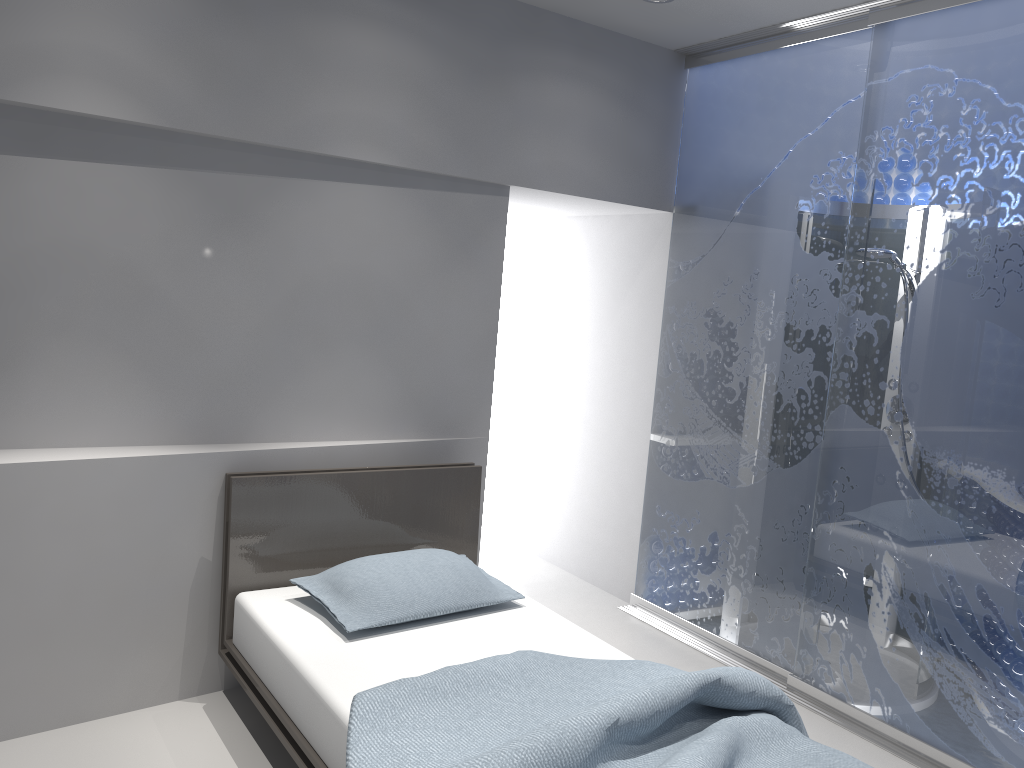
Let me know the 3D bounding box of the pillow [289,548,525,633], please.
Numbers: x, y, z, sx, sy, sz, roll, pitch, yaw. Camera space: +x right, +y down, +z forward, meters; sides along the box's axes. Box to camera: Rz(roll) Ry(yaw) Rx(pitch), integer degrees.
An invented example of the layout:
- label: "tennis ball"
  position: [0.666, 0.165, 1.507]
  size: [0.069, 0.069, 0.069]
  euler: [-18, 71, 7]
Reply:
- label: "pillow"
  position: [-0.353, 0.700, 3.143]
  size: [0.746, 0.173, 0.417]
  euler: [0, 8, -39]

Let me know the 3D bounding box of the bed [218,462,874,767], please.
- label: "bed"
  position: [-0.020, 0.850, 2.521]
  size: [1.411, 0.752, 2.319]
  euler: [1, 7, -34]
